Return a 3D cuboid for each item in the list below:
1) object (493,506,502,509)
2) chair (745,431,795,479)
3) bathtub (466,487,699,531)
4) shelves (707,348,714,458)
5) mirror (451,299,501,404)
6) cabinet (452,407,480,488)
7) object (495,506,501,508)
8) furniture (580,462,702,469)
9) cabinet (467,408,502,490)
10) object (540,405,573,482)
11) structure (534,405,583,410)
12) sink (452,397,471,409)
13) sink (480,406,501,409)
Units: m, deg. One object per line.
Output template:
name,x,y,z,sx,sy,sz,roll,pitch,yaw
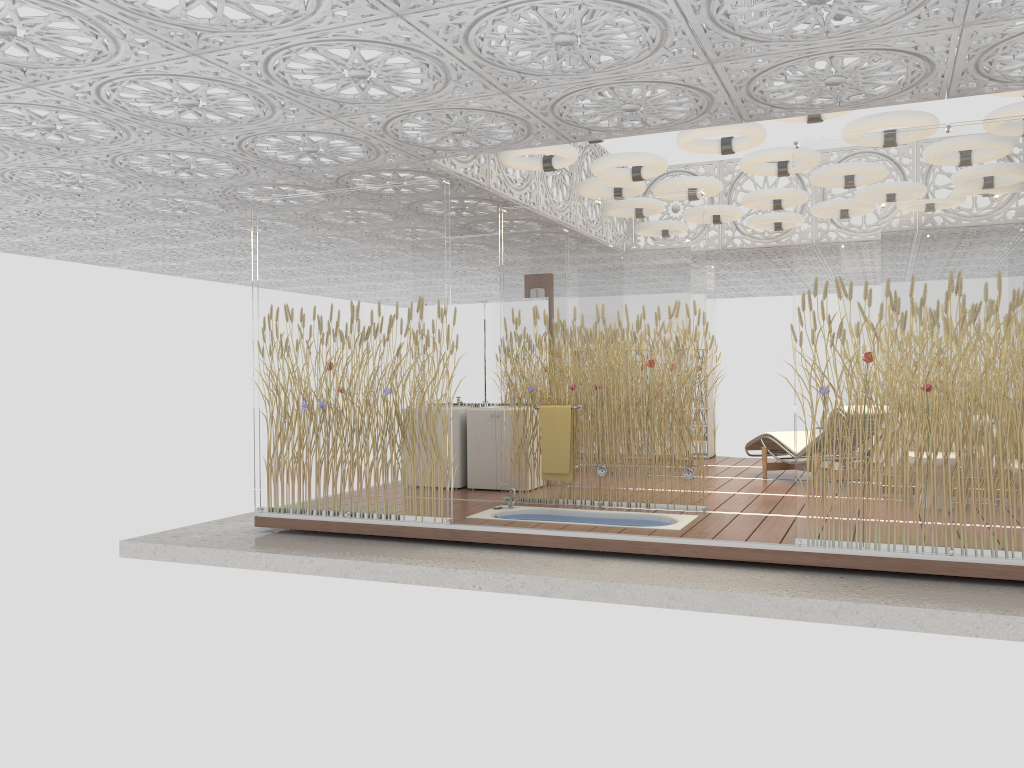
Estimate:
object,-0.118,1.039,7.438,0.065,0.011,0.108,0,0,32
chair,3.117,0.605,9.121,0.635,0.811,1.787,-1,0,-17
bathtub,0.552,1.157,6.983,1.700,0.582,0.700,0,0,23
shelves,2.508,0.250,11.990,0.366,1.460,0.344,0,0,23
mirror,-0.278,-0.337,9.272,1.422,1.081,0.009,0,0,23
cabinet,-0.709,0.639,9.165,0.643,0.782,0.549,0,0,23
object,-0.118,1.032,7.438,0.035,0.016,0.066,0,0,32
furniture,1.041,0.661,7.214,0.977,0.014,0.178,0,0,23
cabinet,-0.047,0.635,8.885,0.643,0.782,0.549,0,0,23
object,0.379,0.510,7.591,0.283,0.656,0.042,0,0,23
structure,0.384,0.202,7.614,0.442,0.047,0.078,0,0,23
sink,-0.708,0.271,9.179,0.573,0.266,0.499,0,0,20
sink,-0.047,0.266,8.899,0.573,0.266,0.499,0,0,26
